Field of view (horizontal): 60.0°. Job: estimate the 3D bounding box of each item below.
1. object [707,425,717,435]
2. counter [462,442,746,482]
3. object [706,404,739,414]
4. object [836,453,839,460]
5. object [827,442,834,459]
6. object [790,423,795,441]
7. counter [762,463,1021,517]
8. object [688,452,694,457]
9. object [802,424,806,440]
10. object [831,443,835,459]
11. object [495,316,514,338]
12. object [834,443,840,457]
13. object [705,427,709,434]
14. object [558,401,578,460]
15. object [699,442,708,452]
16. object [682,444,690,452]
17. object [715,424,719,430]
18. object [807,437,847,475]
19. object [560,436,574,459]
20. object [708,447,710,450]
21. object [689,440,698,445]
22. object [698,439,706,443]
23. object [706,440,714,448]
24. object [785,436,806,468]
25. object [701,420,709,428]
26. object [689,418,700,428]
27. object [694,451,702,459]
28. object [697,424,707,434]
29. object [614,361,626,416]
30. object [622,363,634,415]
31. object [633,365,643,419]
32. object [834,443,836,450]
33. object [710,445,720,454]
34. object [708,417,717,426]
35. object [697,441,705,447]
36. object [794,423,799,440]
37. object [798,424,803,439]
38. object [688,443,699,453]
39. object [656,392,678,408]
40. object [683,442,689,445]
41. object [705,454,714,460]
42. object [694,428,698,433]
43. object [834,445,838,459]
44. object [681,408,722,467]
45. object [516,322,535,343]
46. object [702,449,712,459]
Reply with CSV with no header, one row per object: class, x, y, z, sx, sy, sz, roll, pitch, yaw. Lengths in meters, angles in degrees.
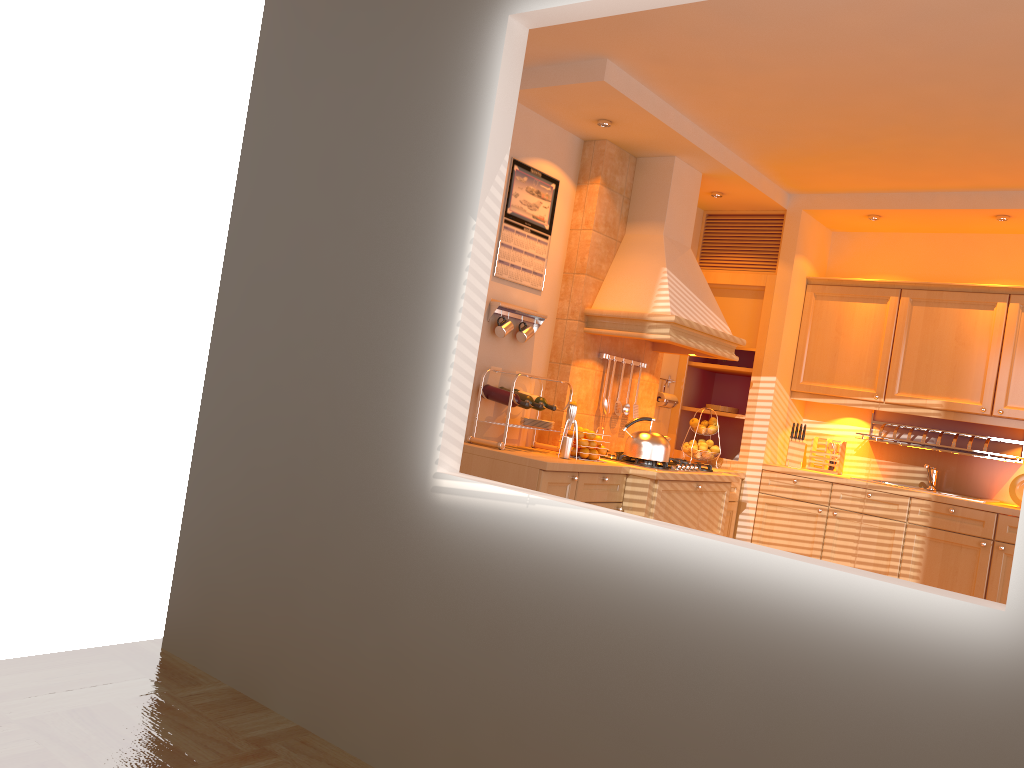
object,1.293,0.296,5.740,0.064,0.063,0.063,9,-1,-35
counter,0.656,0.453,4.969,0.770,0.038,2.250,9,-1,38
object,1.431,0.172,6.038,0.222,0.039,0.222,9,-1,-35
object,2.119,0.496,5.788,0.044,0.178,0.019,9,0,15
object,2.076,0.477,5.785,0.042,0.192,0.040,9,0,-1
object,1.826,0.383,5.800,0.019,0.265,0.037,9,0,2
counter,2.481,0.662,5.343,1.800,0.038,0.600,9,-1,38
object,1.168,0.453,5.768,0.046,0.043,0.047,9,0,-2
object,1.893,0.393,5.786,0.019,0.265,0.037,9,0,21
object,2.091,0.483,5.783,0.020,0.196,0.017,9,0,-26
object,-0.038,-0.285,4.481,0.066,0.111,0.103,9,-1,31
object,2.113,0.483,5.816,0.042,0.192,0.040,9,0,-2
object,1.276,0.300,5.800,0.058,0.059,0.058,9,0,-21
object,0.273,0.223,4.348,0.101,0.288,0.088,9,-1,38
object,1.223,0.404,5.660,0.056,0.063,0.065,9,0,14
object,1.133,0.416,5.754,0.056,0.057,0.053,9,0,15
object,1.324,0.278,5.786,0.058,0.060,0.057,9,-1,-31
object,2.074,0.470,5.836,0.200,0.221,0.103,9,-1,38
object,0.267,0.314,4.359,0.060,0.106,0.060,9,0,6
object,1.275,0.416,5.780,0.057,0.059,0.058,9,0,2
object,1.176,0.391,5.751,0.055,0.058,0.056,9,0,-16
object,1.236,0.380,5.769,0.051,0.048,0.050,9,0,-19
object,1.275,0.384,5.717,0.049,0.052,0.050,9,-1,-44
object,1.856,0.446,5.806,0.100,0.200,0.070,9,0,12
object,1.257,0.262,5.779,0.050,0.051,0.051,9,0,-28
object,1.187,0.254,5.765,0.061,0.064,0.063,9,-1,-43
object,1.199,0.454,5.725,0.052,0.056,0.057,9,0,0
object,1.227,0.293,5.741,0.064,0.058,0.063,9,0,4
object,0.637,0.027,5.166,0.017,0.320,0.090,9,-1,38
object,0.682,0.029,5.252,0.037,0.309,0.077,9,-1,38
object,0.760,0.049,5.323,0.020,0.323,0.061,9,-1,38
object,2.099,0.484,5.803,0.018,0.196,0.023,9,-1,43
object,1.306,0.423,5.702,0.063,0.060,0.064,9,-1,-37
object,1.303,0.245,5.753,0.055,0.059,0.058,9,0,-6
object,1.227,0.398,5.716,0.063,0.061,0.063,9,0,12
object,1.847,0.386,5.796,0.019,0.265,0.038,9,0,21
object,1.870,0.390,5.791,0.019,0.265,0.038,9,0,21
object,1.166,0.413,5.696,0.063,0.063,0.063,9,-1,-40
object,1.012,0.107,5.854,0.096,0.094,0.186,9,-1,38
object,1.152,0.407,5.845,0.046,0.047,0.044,9,-1,-31
object,1.278,0.462,5.748,0.063,0.061,0.064,9,0,16
object,1.216,0.290,5.798,0.057,0.056,0.051,9,0,-2
object,2.102,0.484,5.781,0.022,0.196,0.018,9,-1,43
object,1.243,0.341,5.768,0.265,0.376,0.265,9,0,-3
object,0.071,-0.267,4.622,0.066,0.111,0.103,9,-1,31
object,1.248,0.448,5.690,0.064,0.062,0.064,9,0,25
